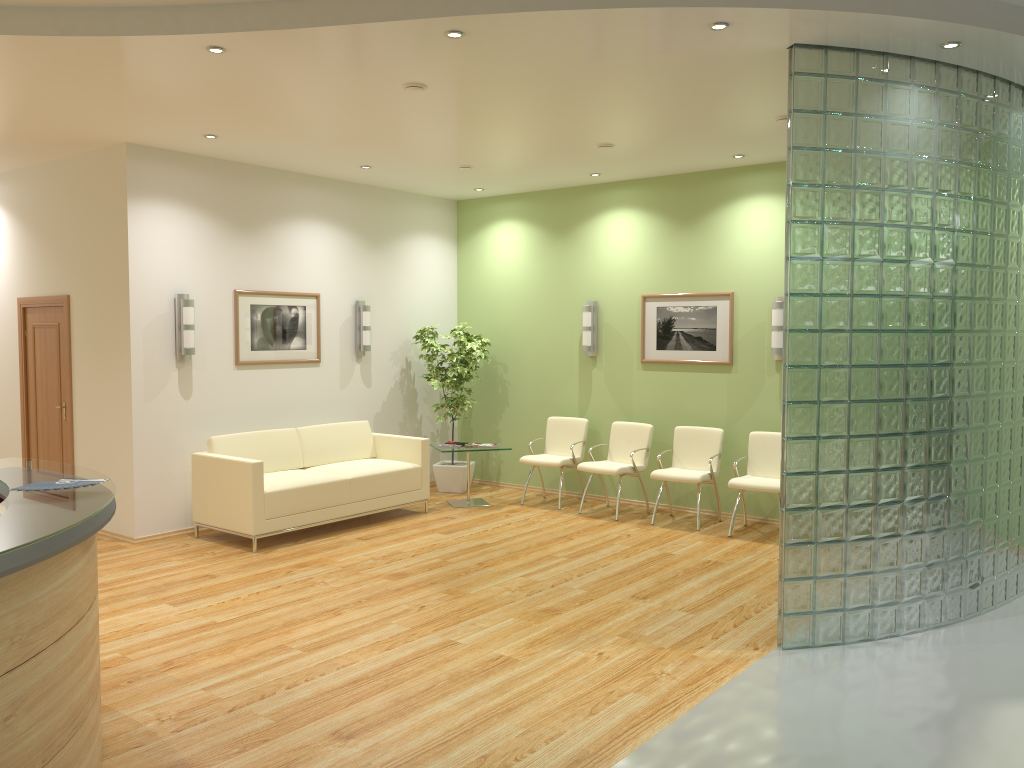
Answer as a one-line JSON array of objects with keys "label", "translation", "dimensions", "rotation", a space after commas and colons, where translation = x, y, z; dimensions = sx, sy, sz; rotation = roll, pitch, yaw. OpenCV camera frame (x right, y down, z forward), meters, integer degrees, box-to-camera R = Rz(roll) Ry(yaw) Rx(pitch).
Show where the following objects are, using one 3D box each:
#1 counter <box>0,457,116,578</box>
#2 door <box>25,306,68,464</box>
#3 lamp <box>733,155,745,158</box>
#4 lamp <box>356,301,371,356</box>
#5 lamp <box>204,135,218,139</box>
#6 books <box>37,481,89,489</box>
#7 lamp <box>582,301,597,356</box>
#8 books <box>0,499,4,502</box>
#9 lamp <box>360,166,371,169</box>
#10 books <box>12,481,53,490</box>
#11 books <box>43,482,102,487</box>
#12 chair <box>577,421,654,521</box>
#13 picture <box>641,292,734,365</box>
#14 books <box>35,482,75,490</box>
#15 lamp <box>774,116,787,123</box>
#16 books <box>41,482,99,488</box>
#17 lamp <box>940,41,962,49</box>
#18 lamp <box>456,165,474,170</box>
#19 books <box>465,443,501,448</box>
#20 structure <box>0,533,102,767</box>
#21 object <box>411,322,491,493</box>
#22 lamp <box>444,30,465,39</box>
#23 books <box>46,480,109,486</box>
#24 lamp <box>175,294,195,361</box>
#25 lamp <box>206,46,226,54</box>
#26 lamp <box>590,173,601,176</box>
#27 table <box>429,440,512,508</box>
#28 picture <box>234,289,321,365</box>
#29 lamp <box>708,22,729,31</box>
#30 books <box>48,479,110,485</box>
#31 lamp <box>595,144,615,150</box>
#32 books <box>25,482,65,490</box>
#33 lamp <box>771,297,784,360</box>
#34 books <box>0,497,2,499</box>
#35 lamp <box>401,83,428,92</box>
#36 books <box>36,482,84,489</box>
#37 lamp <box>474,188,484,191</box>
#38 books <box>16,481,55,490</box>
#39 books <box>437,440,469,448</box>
[{"label": "counter", "translation": [-2.483, 0.539, 2.589], "dimensions": [1.837, 0.078, 3.674], "rotation": [2, 4, 23]}, {"label": "door", "translation": [-4.401, 0.275, 8.394], "dimensions": [0.823, 2.001, 0.098], "rotation": [3, 4, 38]}, {"label": "lamp", "translation": [2.003, -2.011, 7.838], "dimensions": [0.105, 0.011, 0.105], "rotation": [1, 4, 19]}, {"label": "lamp", "translation": [-1.563, -0.587, 9.346], "dimensions": [0.142, 0.580, 0.134], "rotation": [3, 4, 38]}, {"label": "lamp", "translation": [-2.404, -1.973, 7.079], "dimensions": [0.105, 0.011, 0.105], "rotation": [-1, 4, -18]}, {"label": "books", "translation": [-1.917, 0.428, 3.800], "dimensions": [0.210, 0.004, 0.150], "rotation": [3, 5, 43]}, {"label": "lamp", "translation": [0.816, -0.585, 9.377], "dimensions": [0.134, 0.580, 0.142], "rotation": [3, 4, 38]}, {"label": "books", "translation": [-2.382, 0.689, 4.243], "dimensions": [0.063, 0.282, 0.231], "rotation": [3, 4, 39]}, {"label": "lamp", "translation": [-1.381, -2.048, 8.382], "dimensions": [0.105, 0.011, 0.105], "rotation": [-1, 4, -18]}, {"label": "books", "translation": [-2.000, 0.430, 3.767], "dimensions": [0.150, 0.004, 0.210], "rotation": [0, 3, 3]}, {"label": "books", "translation": [-1.897, 0.426, 3.830], "dimensions": [0.210, 0.004, 0.150], "rotation": [2, 4, 23]}, {"label": "chair", "translation": [1.030, 0.841, 8.792], "dimensions": [0.536, 0.881, 0.650], "rotation": [3, 5, 43]}, {"label": "picture", "translation": [1.710, -0.547, 8.751], "dimensions": [1.000, 0.700, 0.025], "rotation": [3, 4, 38]}, {"label": "books", "translation": [-1.946, 0.429, 3.778], "dimensions": [0.150, 0.004, 0.210], "rotation": [-2, 4, -27]}, {"label": "lamp", "translation": [1.998, -1.925, 6.475], "dimensions": [0.167, 0.024, 0.167], "rotation": [1, 4, 21]}, {"label": "books", "translation": [-1.906, 0.427, 3.814], "dimensions": [0.210, 0.004, 0.150], "rotation": [2, 4, 33]}, {"label": "lamp", "translation": [2.377, -1.833, 4.803], "dimensions": [0.105, 0.011, 0.105], "rotation": [-2, 4, -35]}, {"label": "lamp", "translation": [-0.445, -2.040, 8.385], "dimensions": [0.167, 0.024, 0.167], "rotation": [0, 3, -1]}, {"label": "books", "translation": [-0.302, 0.626, 9.198], "dimensions": [0.328, 0.031, 0.230], "rotation": [1, 3, 13]}, {"label": "structure", "translation": [-2.483, 1.101, 2.621], "dimensions": [1.837, 1.049, 3.673], "rotation": [2, 4, 23]}, {"label": "object", "translation": [-0.665, 0.262, 9.926], "dimensions": [0.943, 1.900, 0.668], "rotation": [-3, 5, -44]}, {"label": "lamp", "translation": [-0.301, -1.828, 4.644], "dimensions": [0.105, 0.011, 0.105], "rotation": [1, 3, 8]}, {"label": "books", "translation": [-1.892, 0.425, 3.848], "dimensions": [0.210, 0.004, 0.150], "rotation": [1, 3, 13]}, {"label": "lamp", "translation": [-2.838, -0.494, 7.721], "dimensions": [0.142, 0.580, 0.134], "rotation": [3, 4, 38]}, {"label": "lamp", "translation": [-1.638, -1.845, 4.907], "dimensions": [0.105, 0.011, 0.105], "rotation": [0, 3, -4]}, {"label": "lamp", "translation": [0.822, -2.066, 8.761], "dimensions": [0.105, 0.011, 0.105], "rotation": [1, 4, 19]}, {"label": "table", "translation": [-0.453, 0.945, 9.270], "dimensions": [0.736, 0.614, 0.736], "rotation": [-1, 3, -17]}, {"label": "picture", "translation": [-2.244, -0.543, 8.573], "dimensions": [0.025, 0.700, 1.000], "rotation": [3, 4, 38]}, {"label": "lamp", "translation": [1.053, -1.818, 4.514], "dimensions": [0.105, 0.011, 0.105], "rotation": [-2, 4, -36]}, {"label": "books", "translation": [-1.889, 0.424, 3.866], "dimensions": [0.210, 0.004, 0.150], "rotation": [0, 3, 3]}, {"label": "lamp", "translation": [0.777, -1.982, 7.430], "dimensions": [0.167, 0.024, 0.167], "rotation": [0, 3, -1]}, {"label": "books", "translation": [-1.963, 0.430, 3.771], "dimensions": [0.150, 0.004, 0.210], "rotation": [-1, 3, -17]}, {"label": "lamp", "translation": [2.443, -0.509, 8.104], "dimensions": [0.134, 0.580, 0.142], "rotation": [3, 4, 38]}, {"label": "books", "translation": [-2.434, 0.687, 4.282], "dimensions": [0.063, 0.282, 0.231], "rotation": [3, 4, 39]}, {"label": "lamp", "translation": [-0.621, -1.881, 5.649], "dimensions": [0.167, 0.024, 0.167], "rotation": [-1, 3, -13]}, {"label": "books", "translation": [-1.931, 0.429, 3.788], "dimensions": [0.150, 0.004, 0.210], "rotation": [-2, 4, -37]}, {"label": "lamp", "translation": [-0.358, -2.122, 9.685], "dimensions": [0.105, 0.011, 0.105], "rotation": [-2, 4, -26]}, {"label": "books", "translation": [-1.981, 0.430, 3.767], "dimensions": [0.150, 0.004, 0.210], "rotation": [0, 3, -7]}, {"label": "books", "translation": [-0.610, 0.624, 9.219], "dimensions": [0.230, 0.031, 0.328], "rotation": [1, 4, 18]}]
